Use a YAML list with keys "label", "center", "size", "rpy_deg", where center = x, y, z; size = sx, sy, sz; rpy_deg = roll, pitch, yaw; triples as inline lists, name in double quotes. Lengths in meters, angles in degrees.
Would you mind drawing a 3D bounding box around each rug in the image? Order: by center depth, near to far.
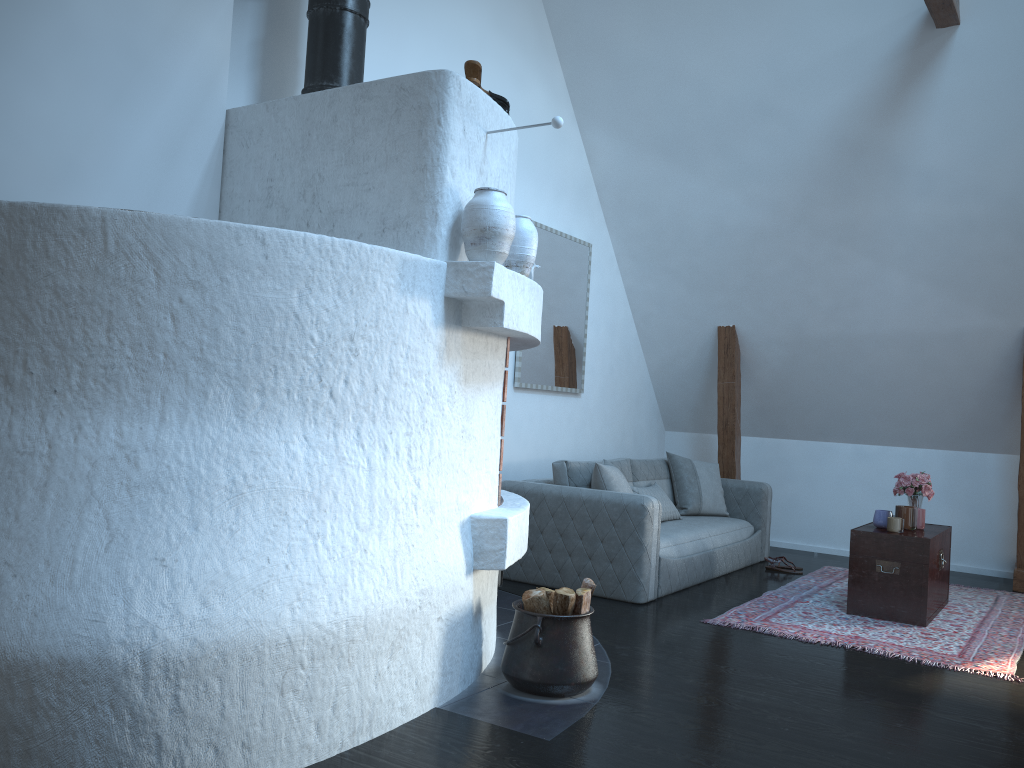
- label: "rug"
  center: [2.342, 1.360, 5.397]
  size: [1.512, 0.029, 2.647]
  rpy_deg: [2, -2, 33]

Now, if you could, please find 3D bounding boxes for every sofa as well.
- label: "sofa"
  center: [0.964, 0.929, 6.360]
  size: [1.107, 0.770, 2.458]
  rpy_deg: [2, -2, 33]

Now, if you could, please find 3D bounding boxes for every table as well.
- label: "table"
  center: [2.391, 1.123, 5.416]
  size: [0.471, 0.492, 0.962]
  rpy_deg: [2, -2, 33]

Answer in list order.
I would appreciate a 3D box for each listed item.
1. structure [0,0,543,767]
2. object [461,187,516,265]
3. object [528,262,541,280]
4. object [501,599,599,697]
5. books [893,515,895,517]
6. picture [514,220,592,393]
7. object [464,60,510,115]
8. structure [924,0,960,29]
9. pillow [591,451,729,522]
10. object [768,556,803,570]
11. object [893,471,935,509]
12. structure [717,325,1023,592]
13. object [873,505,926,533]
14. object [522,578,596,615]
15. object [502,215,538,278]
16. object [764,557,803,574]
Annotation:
- label: "structure"
  center: [-1.264, -1.232, 4.000]
  size: [3.049, 4.752, 3.058]
  rpy_deg: [2, -2, 42]
- label: "object"
  center: [-0.089, -0.565, 3.311]
  size: [0.203, 0.314, 0.203]
  rpy_deg: [3, -2, 17]
- label: "object"
  center: [0.061, -0.479, 3.725]
  size: [0.064, 0.114, 0.161]
  rpy_deg: [2, -2, 36]
- label: "object"
  center: [0.153, 1.031, 3.491]
  size: [0.384, 0.313, 0.384]
  rpy_deg: [4, -2, -31]
- label: "books"
  center: [2.532, 0.882, 5.780]
  size: [0.243, 0.034, 0.179]
  rpy_deg: [3, -2, 11]
- label: "picture"
  center: [0.325, -0.544, 6.605]
  size: [0.025, 1.185, 0.965]
  rpy_deg: [2, -2, 33]
- label: "object"
  center: [-0.156, -1.189, 3.814]
  size: [0.311, 0.094, 0.783]
  rpy_deg: [3, -2, 19]
- label: "structure"
  center: [3.069, -2.478, 1.169]
  size: [15.910, 3.562, 10.230]
  rpy_deg: [2, -2, 39]
- label: "pillow"
  center: [1.066, 0.757, 6.328]
  size: [0.444, 0.515, 2.075]
  rpy_deg: [2, -2, 33]
- label: "object"
  center: [2.050, 1.339, 6.661]
  size: [0.277, 0.090, 0.101]
  rpy_deg: [4, -2, -10]
- label: "object"
  center: [2.543, 0.721, 5.631]
  size: [0.235, 0.351, 0.234]
  rpy_deg: [4, -2, -7]
- label: "structure"
  center: [7.072, 0.654, 4.412]
  size: [12.350, 1.963, 1.023]
  rpy_deg: [2, -2, 33]
- label: "object"
  center: [2.316, 0.807, 5.349]
  size: [0.215, 0.138, 0.413]
  rpy_deg: [2, -2, 45]
- label: "object"
  center: [0.166, 0.948, 3.472]
  size: [0.270, 0.370, 0.240]
  rpy_deg: [2, -2, 33]
- label: "object"
  center: [0.023, -0.532, 3.546]
  size: [0.158, 0.274, 0.158]
  rpy_deg: [4, -2, -18]
- label: "object"
  center: [1.993, 1.332, 6.511]
  size: [0.277, 0.090, 0.101]
  rpy_deg: [3, -2, 22]
